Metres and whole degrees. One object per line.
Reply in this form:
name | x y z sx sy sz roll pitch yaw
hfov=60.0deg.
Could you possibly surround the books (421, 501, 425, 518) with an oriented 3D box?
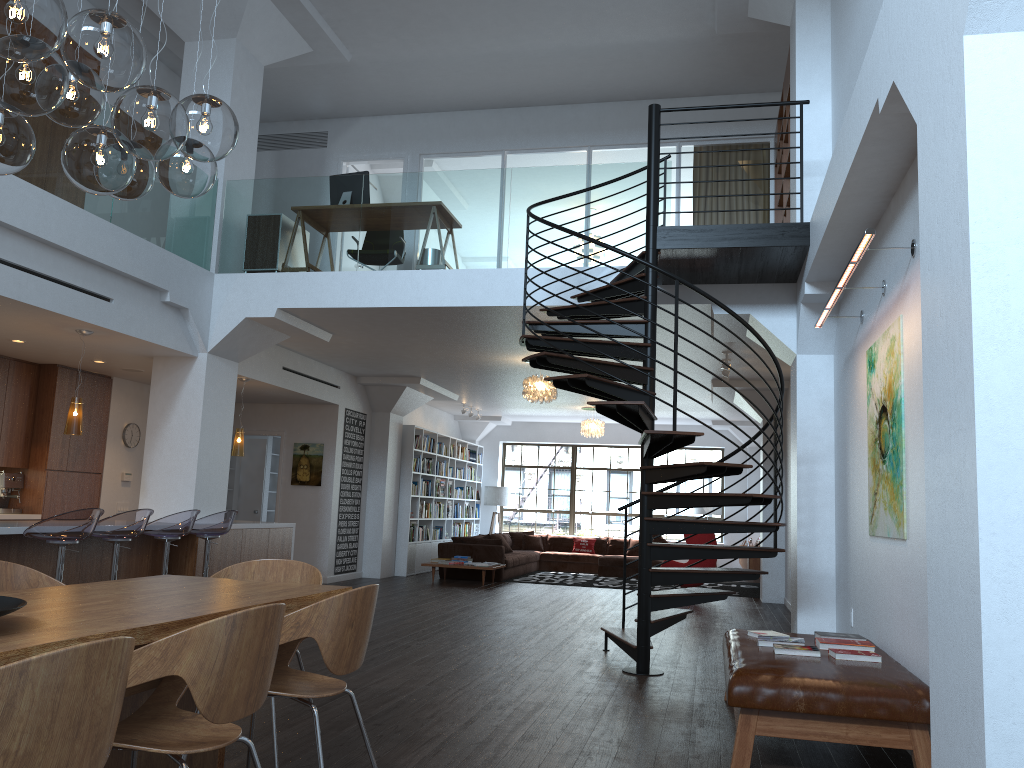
books | -1.570 2.128 15.042 0.176 0.290 0.053 1 -8 13

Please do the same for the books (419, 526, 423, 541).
books | -1.599 2.511 14.931 0.183 0.253 0.042 1 -8 13

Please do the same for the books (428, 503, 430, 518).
books | -1.511 2.182 15.272 0.183 0.253 0.034 1 -8 13

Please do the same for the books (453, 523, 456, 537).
books | -1.173 2.782 16.828 0.198 0.284 0.066 1 -8 12

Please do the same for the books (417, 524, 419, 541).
books | -1.656 2.464 14.716 0.198 0.284 0.049 1 -8 13

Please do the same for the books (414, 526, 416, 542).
books | -1.676 2.461 14.584 0.180 0.251 0.048 1 -8 13

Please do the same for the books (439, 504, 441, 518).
books | -1.366 2.275 15.887 0.183 0.253 0.034 1 -8 12

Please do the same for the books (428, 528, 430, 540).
books | -1.505 2.592 15.298 0.161 0.207 0.135 1 -8 12

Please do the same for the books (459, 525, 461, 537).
books | -1.083 2.848 17.159 0.183 0.253 0.034 1 -8 12

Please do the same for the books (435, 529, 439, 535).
books | -1.377 2.690 15.858 0.128 0.178 0.021 1 -8 13

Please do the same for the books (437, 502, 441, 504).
books | -1.366 2.261 15.925 0.176 0.290 0.036 1 -8 12

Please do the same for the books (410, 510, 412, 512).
books | -1.723 2.074 14.470 0.144 0.025 0.204 2 -8 3

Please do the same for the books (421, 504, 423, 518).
books | -1.587 2.138 14.959 0.171 0.246 0.057 1 -8 13

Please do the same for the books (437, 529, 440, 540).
books | -1.373 2.688 15.888 0.139 0.191 0.036 1 -8 13

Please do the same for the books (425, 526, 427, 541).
books | -1.543 2.547 15.161 0.183 0.253 0.042 1 -8 13

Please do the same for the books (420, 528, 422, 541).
books | -1.597 2.531 14.890 0.161 0.223 0.030 1 -8 12

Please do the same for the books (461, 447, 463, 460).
books | -1.051 1.352 17.269 0.171 0.246 0.057 1 -8 13

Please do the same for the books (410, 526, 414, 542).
books | -1.695 2.449 14.505 0.183 0.253 0.042 1 -8 13

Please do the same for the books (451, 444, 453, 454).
books | -1.188 1.262 16.684 0.160 0.251 0.031 1 -8 13

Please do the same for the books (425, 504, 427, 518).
books | -1.538 2.168 15.160 0.171 0.246 0.057 1 -8 13

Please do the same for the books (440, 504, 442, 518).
books | -1.355 2.284 15.969 0.180 0.259 0.060 1 -8 12

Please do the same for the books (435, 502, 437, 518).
books | -1.423 2.222 15.661 0.176 0.290 0.053 1 -8 12

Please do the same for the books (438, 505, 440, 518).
books | -1.385 2.275 15.850 0.174 0.240 0.045 1 -8 12

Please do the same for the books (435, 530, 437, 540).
books | -1.402 2.678 15.733 0.120 0.167 0.020 1 -8 13

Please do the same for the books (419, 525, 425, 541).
books | -1.567 2.532 15.079 0.180 0.259 0.042 1 -8 13

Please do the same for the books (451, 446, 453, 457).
books | -1.196 1.273 16.601 0.161 0.207 0.130 1 -8 12

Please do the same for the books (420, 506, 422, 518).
books | -1.595 2.144 14.866 0.144 0.207 0.048 1 -8 13

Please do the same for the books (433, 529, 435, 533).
books | -1.437 2.654 15.640 0.134 0.184 0.030 1 -8 13

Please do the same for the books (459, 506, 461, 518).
books | -1.082 2.473 17.167 0.174 0.242 0.105 1 -8 13

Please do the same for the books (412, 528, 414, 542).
books | -1.689 2.458 14.464 0.161 0.223 0.032 1 -8 13

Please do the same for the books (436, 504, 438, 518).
books | -1.413 2.246 15.700 0.183 0.253 0.034 1 -8 12

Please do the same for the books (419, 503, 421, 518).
books | -1.626 2.110 14.778 0.189 0.247 0.057 1 -8 13

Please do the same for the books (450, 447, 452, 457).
books | -1.215 1.251 16.552 0.174 0.236 0.136 1 -8 12

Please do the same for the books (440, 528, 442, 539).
books | -1.343 2.703 16.025 0.146 0.202 0.027 1 -8 13

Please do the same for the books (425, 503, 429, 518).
books | -1.522 2.177 15.240 0.183 0.253 0.034 1 -8 13

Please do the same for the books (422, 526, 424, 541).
books | -1.579 2.527 15.001 0.171 0.246 0.039 1 -8 13

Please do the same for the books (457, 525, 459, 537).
books | -1.120 2.825 17.004 0.183 0.253 0.034 1 -8 12

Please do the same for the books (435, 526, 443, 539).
books | -1.327 2.701 16.110 0.140 0.231 0.042 1 -8 13

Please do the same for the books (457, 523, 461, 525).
books | -1.084 2.835 17.197 0.176 0.290 0.036 1 -8 12

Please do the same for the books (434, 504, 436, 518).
books | -1.431 2.232 15.594 0.160 0.250 0.026 1 -8 12

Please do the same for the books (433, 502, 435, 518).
books | -1.455 2.208 15.556 0.198 0.284 0.066 1 -8 12

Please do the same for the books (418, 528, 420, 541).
books | -1.624 2.505 14.777 0.161 0.223 0.032 1 -8 13

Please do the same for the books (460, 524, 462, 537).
books | -1.073 2.857 17.241 0.180 0.259 0.060 1 -8 12

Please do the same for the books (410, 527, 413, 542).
books | -1.709 2.439 14.393 0.174 0.240 0.054 1 -8 13

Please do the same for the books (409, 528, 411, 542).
books | -1.720 2.441 14.351 0.161 0.223 0.032 1 -8 13

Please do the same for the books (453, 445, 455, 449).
books | -1.170 1.272 16.748 0.160 0.251 0.039 1 -8 13

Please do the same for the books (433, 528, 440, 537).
books | -1.371 2.687 15.921 0.146 0.202 0.027 1 -8 13

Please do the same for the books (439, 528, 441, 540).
books | -1.356 2.691 15.945 0.146 0.202 0.027 1 -8 13

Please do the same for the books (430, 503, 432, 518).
books | -1.481 2.201 15.403 0.183 0.253 0.034 1 -8 13

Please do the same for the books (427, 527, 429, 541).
books | -1.524 2.569 15.247 0.174 0.236 0.142 1 -8 12
